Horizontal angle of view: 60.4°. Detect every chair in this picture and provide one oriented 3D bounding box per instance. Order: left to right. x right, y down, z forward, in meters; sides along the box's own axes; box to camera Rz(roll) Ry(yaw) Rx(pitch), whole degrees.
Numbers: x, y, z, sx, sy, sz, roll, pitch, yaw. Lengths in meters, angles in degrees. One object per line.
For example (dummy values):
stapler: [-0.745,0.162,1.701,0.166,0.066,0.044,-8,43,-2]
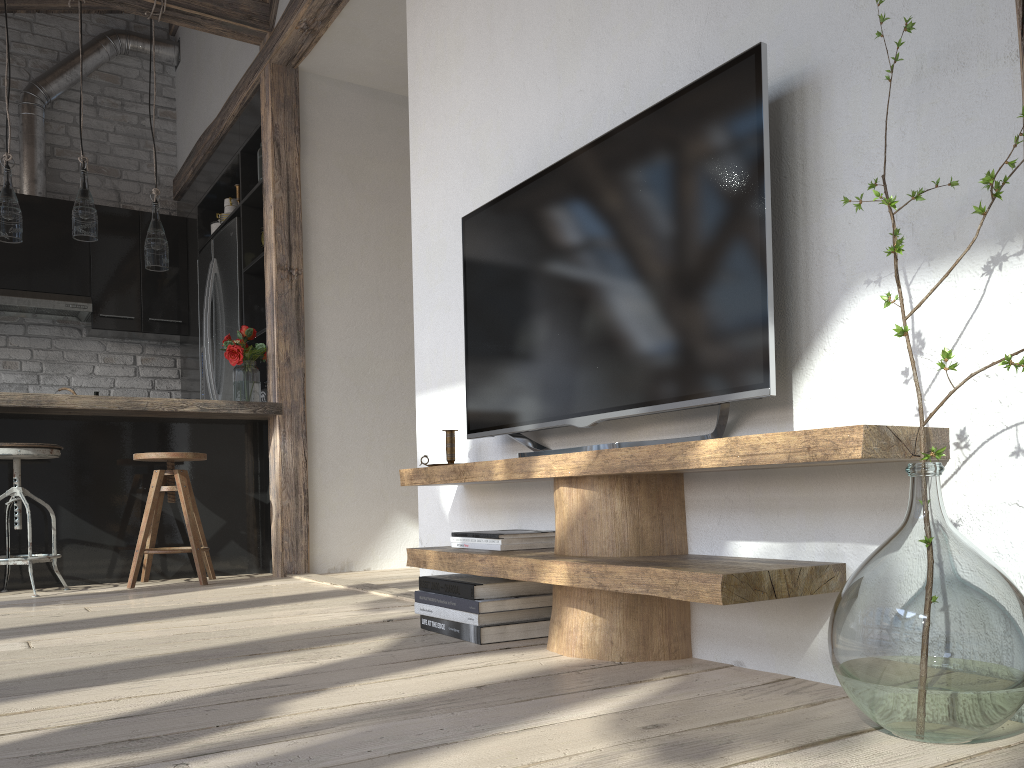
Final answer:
chair: [-2.089,0.572,3.721,0.354,0.634,0.355,-1,-2,1]
chair: [-1.561,0.619,4.039,0.341,0.593,0.342,-1,-2,-12]

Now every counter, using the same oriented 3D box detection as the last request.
counter: [-3.311,0.562,4.213,3.815,0.848,2.257,3,-8,-32]

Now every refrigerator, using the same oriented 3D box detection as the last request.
refrigerator: [-1.439,0.115,5.402,0.851,1.914,0.947,0,-2,-32]

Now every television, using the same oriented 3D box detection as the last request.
television: [0.172,-0.187,2.035,0.206,0.702,1.110,-1,-5,-32]

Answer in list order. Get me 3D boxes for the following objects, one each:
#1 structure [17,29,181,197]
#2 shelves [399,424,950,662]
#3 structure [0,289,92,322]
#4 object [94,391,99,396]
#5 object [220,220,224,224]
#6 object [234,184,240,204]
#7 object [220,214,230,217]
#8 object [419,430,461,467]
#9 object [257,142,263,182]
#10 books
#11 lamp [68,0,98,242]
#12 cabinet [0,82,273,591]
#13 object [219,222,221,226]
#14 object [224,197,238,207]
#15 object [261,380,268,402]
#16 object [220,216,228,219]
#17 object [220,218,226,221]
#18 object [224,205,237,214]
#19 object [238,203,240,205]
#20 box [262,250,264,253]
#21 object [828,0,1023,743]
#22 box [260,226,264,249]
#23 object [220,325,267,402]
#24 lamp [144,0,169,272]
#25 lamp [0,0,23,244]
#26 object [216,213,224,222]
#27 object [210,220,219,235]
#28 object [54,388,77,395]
structure: [-2.721,-1.754,5.841,0.983,1.279,0.170,0,-1,-32]
shelves: [0.154,0.386,1.999,0.331,0.447,1.614,0,-7,-32]
structure: [-2.993,-0.498,5.533,0.600,0.103,0.371,3,-8,-32]
object: [-2.733,0.191,5.823,0.089,0.282,0.082,-1,-1,-37]
object: [-1.656,-0.944,5.222,0.149,0.022,0.150,-1,-7,-5]
object: [-1.556,-1.046,5.011,0.059,0.167,0.059,-2,-1,43]
object: [-1.657,-0.979,5.221,0.149,0.026,0.150,-3,-7,9]
object: [-0.182,0.193,2.612,0.140,0.112,0.140,-5,-6,40]
object: [-1.248,-1.134,4.541,0.125,0.206,0.125,0,-3,-28]
books: [-0.055,0.525,2.338,0.291,0.263,0.362,1,-6,-32]
lamp: [-1.924,-1.282,3.925,0.108,1.233,0.240,-1,-1,-20]
cabinet: [-3.196,-0.245,4.384,4.217,2.497,2.104,2,-5,-32]
object: [-1.729,-0.947,5.352,0.106,0.067,0.095,-3,-5,20]
object: [-1.654,-1.057,5.214,0.106,0.067,0.094,-7,-7,43]
object: [-1.286,0.061,4.759,0.134,0.164,0.135,1,-4,-42]
object: [-1.656,-0.968,5.221,0.149,0.026,0.150,-3,-7,9]
object: [-1.656,-0.956,5.221,0.149,0.026,0.150,-3,-7,9]
object: [-1.652,-1.012,5.220,0.106,0.067,0.095,1,-5,-21]
object: [-1.471,-1.068,4.878,0.096,0.171,0.096,-3,-2,31]
box: [-1.316,-0.679,4.817,0.083,0.113,0.083,0,-3,-32]
object: [0.675,-0.068,1.182,0.517,1.116,0.275,-3,-2,44]
box: [-1.311,-0.796,4.782,0.083,0.113,0.083,-4,-4,38]
object: [-1.329,-0.098,4.379,0.251,0.413,0.313,-1,-3,1]
lamp: [-1.654,-1.216,4.085,0.109,1.337,0.226,-1,-1,-30]
lamp: [-2.165,-1.272,3.764,0.108,1.284,0.225,-1,-1,-30]
object: [-1.735,-0.994,5.348,0.094,0.067,0.107,-1,-5,-4]
object: [-1.814,-0.971,5.562,0.186,0.173,0.209,-2,-5,8]
object: [-2.778,0.139,5.466,0.222,0.234,0.223,2,-5,-42]
